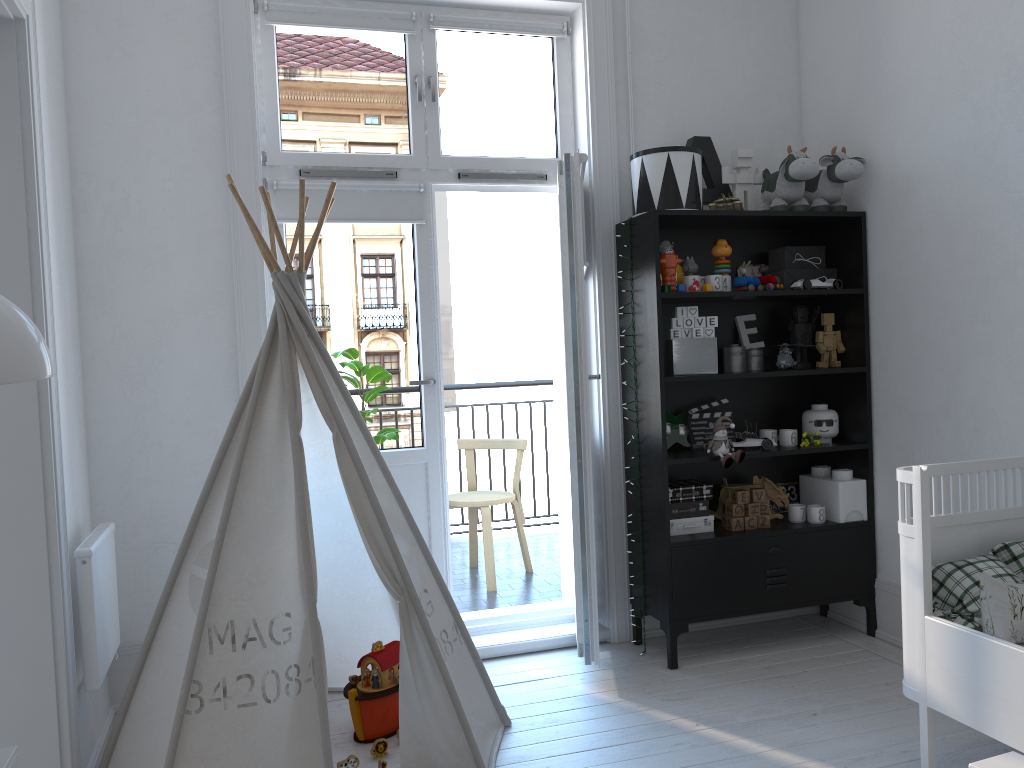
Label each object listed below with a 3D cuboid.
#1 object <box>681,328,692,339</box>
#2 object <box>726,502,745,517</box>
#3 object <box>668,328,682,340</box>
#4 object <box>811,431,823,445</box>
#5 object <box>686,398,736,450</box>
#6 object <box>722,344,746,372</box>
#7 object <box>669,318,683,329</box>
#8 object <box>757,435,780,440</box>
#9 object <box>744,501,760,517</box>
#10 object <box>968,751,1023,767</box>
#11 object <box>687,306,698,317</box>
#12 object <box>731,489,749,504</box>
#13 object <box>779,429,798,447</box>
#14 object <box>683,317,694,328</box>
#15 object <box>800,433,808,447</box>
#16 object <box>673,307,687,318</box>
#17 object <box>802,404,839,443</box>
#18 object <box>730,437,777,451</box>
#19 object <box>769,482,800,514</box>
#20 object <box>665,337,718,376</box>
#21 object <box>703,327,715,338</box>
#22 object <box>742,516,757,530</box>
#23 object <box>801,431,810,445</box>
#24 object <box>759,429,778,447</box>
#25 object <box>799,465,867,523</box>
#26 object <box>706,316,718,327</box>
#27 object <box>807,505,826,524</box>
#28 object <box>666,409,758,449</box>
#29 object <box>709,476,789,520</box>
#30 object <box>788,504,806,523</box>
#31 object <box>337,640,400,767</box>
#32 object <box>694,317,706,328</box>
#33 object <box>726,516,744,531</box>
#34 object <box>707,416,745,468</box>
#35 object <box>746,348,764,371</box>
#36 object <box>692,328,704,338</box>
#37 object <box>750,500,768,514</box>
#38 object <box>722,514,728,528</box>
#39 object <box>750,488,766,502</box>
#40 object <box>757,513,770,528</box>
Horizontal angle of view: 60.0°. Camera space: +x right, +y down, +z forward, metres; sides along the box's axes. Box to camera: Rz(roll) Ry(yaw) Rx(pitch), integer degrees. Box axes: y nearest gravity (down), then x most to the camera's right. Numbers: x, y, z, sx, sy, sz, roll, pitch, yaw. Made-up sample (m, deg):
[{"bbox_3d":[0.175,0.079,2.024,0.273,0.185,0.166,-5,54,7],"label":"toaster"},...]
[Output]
[{"bbox_3d":[0.650,-0.189,3.335,0.040,0.040,0.040,-3,2,-12],"label":"object"},{"bbox_3d":[0.868,0.488,3.445,0.050,0.050,0.050,-3,2,-17],"label":"object"},{"bbox_3d":[0.611,-0.187,3.326,0.040,0.040,0.040,-3,2,-2],"label":"object"},{"bbox_3d":[1.202,0.215,3.499,0.042,0.054,0.031,-2,2,28],"label":"object"},{"bbox_3d":[0.801,0.160,3.571,0.200,0.199,0.048,-3,2,-17],"label":"object"},{"bbox_3d":[0.902,-0.105,3.597,0.095,0.110,0.095,-3,2,-12],"label":"object"},{"bbox_3d":[0.615,-0.227,3.324,0.040,0.040,0.040,-3,2,-7],"label":"object"},{"bbox_3d":[1.087,0.225,3.659,0.163,0.034,0.069,-3,2,-17],"label":"object"},{"bbox_3d":[0.928,0.485,3.442,0.050,0.050,0.050,-3,2,-17],"label":"object"},{"bbox_3d":[1.064,0.942,1.770,0.288,0.246,0.332,-3,2,-22],"label":"object"},{"bbox_3d":[0.672,-0.270,3.325,0.040,0.040,0.040,-3,2,-7],"label":"object"},{"bbox_3d":[0.885,0.437,3.441,0.050,0.050,0.050,-3,2,-17],"label":"object"},{"bbox_3d":[1.090,0.213,3.495,0.067,0.067,0.067,-3,2,-3],"label":"object"},{"bbox_3d":[0.660,-0.229,3.326,0.040,0.040,0.040,-2,2,3],"label":"object"},{"bbox_3d":[1.140,0.219,3.455,0.031,0.054,0.042,-1,2,33],"label":"object"},{"bbox_3d":[0.630,-0.268,3.324,0.040,0.040,0.040,-3,2,-12],"label":"object"},{"bbox_3d":[1.250,0.162,3.596,0.139,0.162,0.139,-4,2,-42],"label":"object"},{"bbox_3d":[0.911,0.232,3.449,0.230,0.048,0.098,-2,2,8],"label":"object"},{"bbox_3d":[1.077,0.484,3.720,0.347,0.120,0.034,-3,2,-17],"label":"object"},{"bbox_3d":[0.681,-0.103,3.367,0.170,0.138,0.124,-3,2,-2],"label":"object"},{"bbox_3d":[0.740,-0.192,3.330,0.040,0.040,0.040,-2,2,13],"label":"object"},{"bbox_3d":[0.916,0.535,3.439,0.050,0.050,0.050,-3,2,-12],"label":"object"},{"bbox_3d":[1.165,0.216,3.518,0.042,0.054,0.031,-3,2,-17],"label":"object"},{"bbox_3d":[1.019,0.216,3.523,0.067,0.067,0.067,-3,2,-3],"label":"object"},{"bbox_3d":[1.301,0.440,3.603,0.132,0.199,0.267,-3,2,-17],"label":"object"},{"bbox_3d":[0.750,-0.233,3.329,0.040,0.040,0.040,-2,2,8],"label":"object"},{"bbox_3d":[1.197,0.513,3.489,0.067,0.067,0.067,-3,2,-3],"label":"object"},{"bbox_3d":[0.756,0.193,3.585,0.542,0.239,0.093,-3,2,-16],"label":"object"},{"bbox_3d":[0.957,0.464,3.590,0.337,0.186,0.111,-3,2,-2],"label":"object"},{"bbox_3d":[1.134,0.515,3.527,0.067,0.067,0.067,-3,2,-3],"label":"object"},{"bbox_3d":[-0.337,0.962,2.605,0.385,0.284,0.856,-3,2,-25],"label":"object"},{"bbox_3d":[0.706,-0.231,3.327,0.040,0.040,0.040,-2,2,13],"label":"object"},{"bbox_3d":[0.860,0.538,3.422,0.050,0.050,0.050,-3,2,-17],"label":"object"},{"bbox_3d":[0.794,0.214,3.291,0.110,0.186,0.129,-4,2,-30],"label":"object"},{"bbox_3d":[1.021,-0.100,3.546,0.078,0.091,0.246,-3,2,-22],"label":"object"},{"bbox_3d":[0.694,-0.190,3.328,0.040,0.040,0.040,-3,2,-2],"label":"object"},{"bbox_3d":[0.972,0.482,3.484,0.050,0.050,0.050,-3,2,-17],"label":"object"},{"bbox_3d":[0.858,0.537,3.479,0.050,0.050,0.050,-3,2,-17],"label":"object"},{"bbox_3d":[0.961,0.434,3.466,0.050,0.050,0.050,-2,2,3],"label":"object"},{"bbox_3d":[0.980,0.532,3.459,0.050,0.050,0.050,-2,2,13],"label":"object"}]
